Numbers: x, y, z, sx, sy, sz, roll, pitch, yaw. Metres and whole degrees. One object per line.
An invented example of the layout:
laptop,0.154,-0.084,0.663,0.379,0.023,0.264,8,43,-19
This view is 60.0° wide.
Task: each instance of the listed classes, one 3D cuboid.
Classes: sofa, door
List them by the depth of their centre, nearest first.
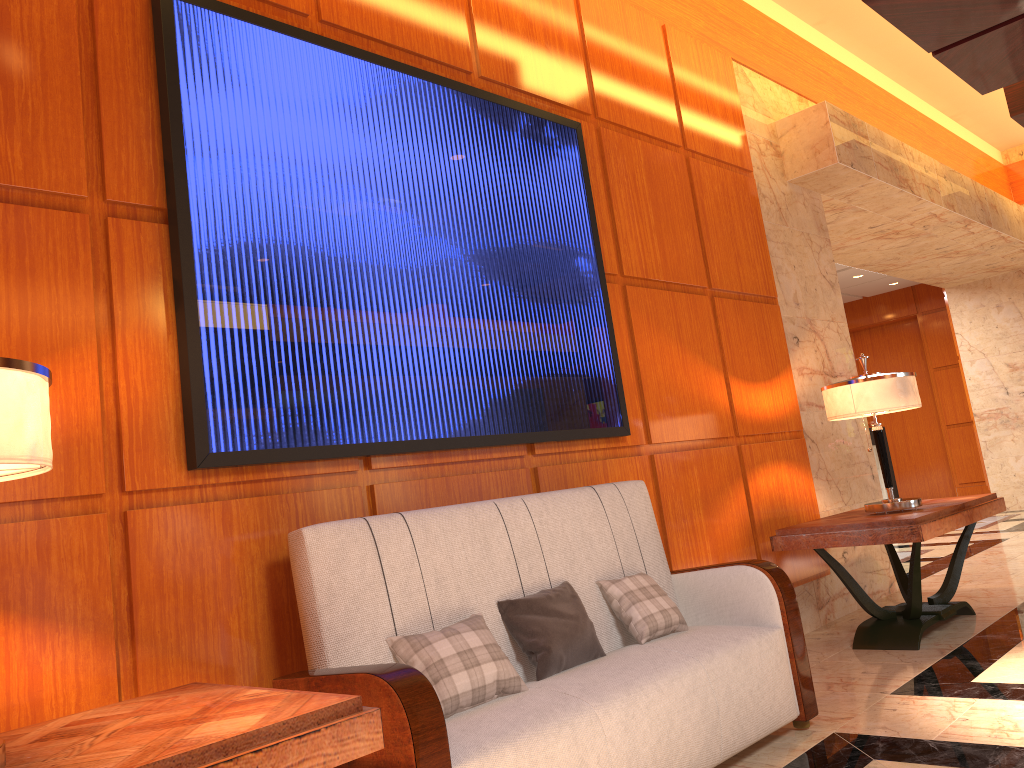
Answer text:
sofa,0.195,0.797,2.748,0.609,0.938,1.798,-16,-11,43
door,5.563,0.446,12.830,1.279,2.714,0.340,-16,-12,42

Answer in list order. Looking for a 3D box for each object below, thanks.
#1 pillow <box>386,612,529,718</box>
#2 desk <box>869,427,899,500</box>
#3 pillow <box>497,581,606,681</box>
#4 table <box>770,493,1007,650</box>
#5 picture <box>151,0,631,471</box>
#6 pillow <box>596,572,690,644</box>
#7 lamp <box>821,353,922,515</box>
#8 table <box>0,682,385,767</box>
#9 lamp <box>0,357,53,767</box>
pillow,-0.150,0.777,2.450,0.344,0.228,0.194,-1,-11,-42
desk,3.002,1.138,9.290,0.936,1.148,2.924,-16,-11,42
pillow,0.127,0.773,2.786,0.159,0.254,0.357,-15,-11,39
table,1.989,0.948,4.504,0.721,0.610,1.269,-16,-11,42
picture,-0.287,-0.483,3.260,0.056,1.461,1.995,-17,-12,42
pillow,0.460,0.779,3.086,0.273,0.231,0.201,0,-12,-44
lamp,1.849,0.240,4.476,0.459,0.815,0.455,-1,-11,-38
table,-0.905,0.960,1.432,0.721,0.610,1.269,-16,-11,42
lamp,-1.000,0.244,1.455,0.458,0.799,0.456,-9,-9,4
